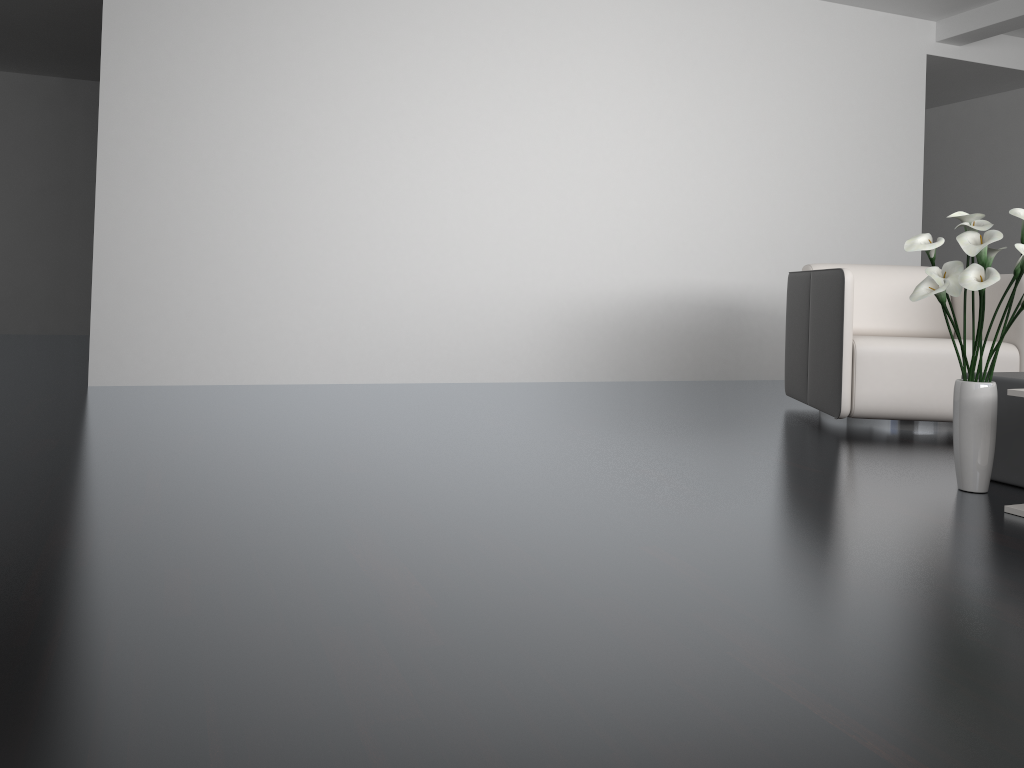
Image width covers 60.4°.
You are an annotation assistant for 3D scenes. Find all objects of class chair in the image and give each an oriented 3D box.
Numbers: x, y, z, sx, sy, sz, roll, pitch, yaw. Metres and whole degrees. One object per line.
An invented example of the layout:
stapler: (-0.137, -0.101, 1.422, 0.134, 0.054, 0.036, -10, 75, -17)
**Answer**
chair: (1.719, -0.216, 3.957, 0.767, 0.660, 0.923, 2, 4, 3)

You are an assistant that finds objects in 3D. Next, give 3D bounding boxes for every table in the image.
table: (1.786, 0.189, 2.232, 0.298, 0.313, 1.265, 1, 6, -23)
table: (1.596, 0.222, 1.872, 0.298, 0.313, 0.974, 1, 5, -24)

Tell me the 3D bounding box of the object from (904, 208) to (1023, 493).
object: (1.313, -0.086, 2.403, 0.446, 0.797, 0.379, 1, 1, -38)
